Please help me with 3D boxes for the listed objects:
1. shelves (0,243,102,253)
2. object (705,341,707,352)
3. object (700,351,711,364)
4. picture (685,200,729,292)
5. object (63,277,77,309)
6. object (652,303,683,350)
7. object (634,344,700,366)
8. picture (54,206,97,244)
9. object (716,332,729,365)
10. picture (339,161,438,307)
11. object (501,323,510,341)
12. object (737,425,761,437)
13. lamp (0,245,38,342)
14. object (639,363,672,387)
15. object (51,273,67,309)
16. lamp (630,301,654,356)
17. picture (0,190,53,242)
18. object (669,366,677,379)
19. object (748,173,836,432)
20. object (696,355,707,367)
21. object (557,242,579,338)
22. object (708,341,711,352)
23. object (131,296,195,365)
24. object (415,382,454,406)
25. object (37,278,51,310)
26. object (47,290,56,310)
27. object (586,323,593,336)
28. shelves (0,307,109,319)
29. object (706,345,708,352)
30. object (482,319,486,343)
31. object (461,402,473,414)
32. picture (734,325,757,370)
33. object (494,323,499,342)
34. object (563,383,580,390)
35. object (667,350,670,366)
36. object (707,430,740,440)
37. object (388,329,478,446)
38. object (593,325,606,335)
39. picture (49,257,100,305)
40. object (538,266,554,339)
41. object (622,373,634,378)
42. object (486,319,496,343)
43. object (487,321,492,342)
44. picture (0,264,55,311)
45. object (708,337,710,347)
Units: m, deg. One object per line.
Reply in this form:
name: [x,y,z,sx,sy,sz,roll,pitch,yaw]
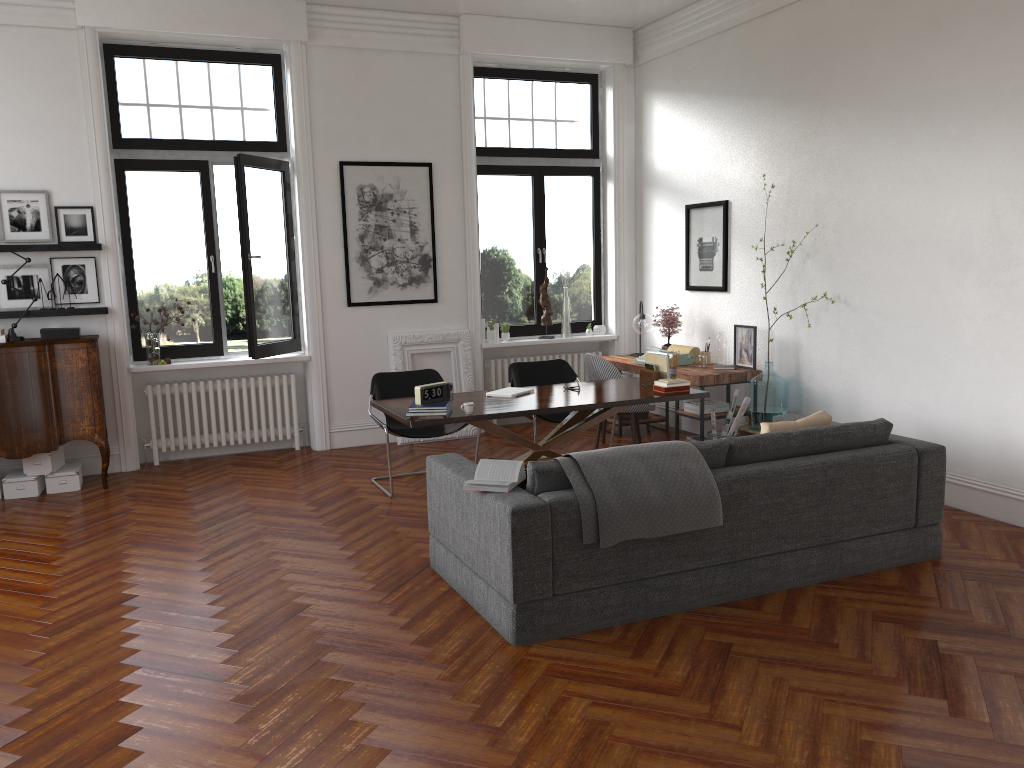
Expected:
shelves: [-4.092,-1.075,7.050,1.513,0.055,0.157,-5,9,-23]
object: [1.753,-0.288,8.034,0.008,0.208,0.054,4,11,32]
object: [1.750,-0.237,8.024,0.058,0.114,0.075,-5,9,-23]
picture: [1.815,-1.277,8.270,0.050,0.819,0.632,-5,9,-23]
object: [-3.662,-0.752,7.334,0.110,0.263,0.040,-5,10,-23]
object: [1.502,-0.515,8.547,0.290,0.530,0.307,2,9,22]
object: [1.397,-0.271,8.169,0.484,0.149,0.533,-5,9,-24]
picture: [-3.595,-1.309,7.305,0.289,0.304,0.020,-5,10,-23]
object: [1.848,-0.305,7.803,0.111,0.303,0.111,1,9,13]
picture: [-1.150,-1.411,8.358,0.882,1.328,0.035,-5,10,-23]
object: [-0.064,-0.538,9.145,0.097,0.186,0.099,-2,9,0]
object: [2.098,0.525,7.306,0.341,0.317,0.434,-5,9,-23]
lamp: [-3.963,-0.735,6.962,0.174,0.805,0.489,4,10,31]
object: [1.093,-0.075,6.749,0.149,0.167,0.228,-5,9,-23]
object: [-3.716,-0.762,7.279,0.118,0.300,0.040,-5,10,-23]
lamp: [1.275,-0.543,8.724,0.207,0.552,0.440,-2,9,0]
picture: [-3.933,-1.353,7.153,0.369,0.410,0.020,-5,10,-23]
object: [1.182,-0.083,6.497,0.058,0.091,0.058,-8,11,-36]
object: [2.200,-0.633,6.992,0.353,2.065,0.806,-10,12,-41]
object: [1.677,-0.204,7.838,0.093,0.102,0.093,-7,10,-31]
object: [0.610,-1.010,9.270,0.295,1.057,0.289,-5,10,-20]
object: [1.771,-0.286,8.012,0.008,0.208,0.054,-9,12,-39]
object: [-3.054,-0.481,7.855,0.317,0.601,0.540,5,11,37]
object: [-0.507,0.064,5.808,0.082,0.126,0.275,6,11,40]
object: [-3.830,-0.731,7.225,0.124,0.261,0.040,-5,10,-23]
object: [-3.755,-0.684,7.234,0.066,0.161,0.040,-5,10,-23]
object: [0.821,-0.579,9.444,0.072,0.135,0.072,-1,9,2]
shelves: [-4.077,-0.556,7.134,1.513,0.055,0.155,-5,9,-23]
object: [1.765,-0.288,8.035,0.054,0.208,0.008,-8,11,-35]
object: [-0.298,-0.543,9.037,0.051,0.239,0.051,0,9,12]
object: [-0.289,0.156,5.740,0.082,0.065,0.064,-2,9,-2]
picture: [1.998,-0.317,7.604,0.023,0.370,0.282,-5,9,-23]
object: [-0.159,-0.524,9.053,0.051,0.189,0.051,0,9,12]
object: [0.470,0.015,6.674,0.132,0.047,0.114,3,9,30]
object: [1.156,-0.150,6.503,0.049,0.194,0.008,5,11,36]
object: [1.730,0.550,7.256,0.260,0.306,0.260,4,10,31]
object: [-0.756,0.026,8.638,0.829,1.066,0.233,-5,10,-23]
object: [0.947,-0.584,9.590,0.132,0.098,0.134,5,10,37]
picture: [-3.627,-0.858,7.360,0.343,0.385,0.020,-5,10,-23]
object: [0.349,-0.842,9.210,0.165,0.756,0.142,2,10,19]
object: [1.122,-0.047,8.773,0.173,0.110,0.173,0,8,13]
object: [-0.209,-0.538,8.961,0.098,0.245,0.102,7,12,44]
object: [-0.229,-0.534,9.047,0.051,0.214,0.051,0,9,12]
picture: [-3.979,-0.783,7.217,0.433,0.366,0.020,-5,10,-23]
object: [1.776,-0.304,8.022,0.028,0.240,0.023,-6,10,-25]
